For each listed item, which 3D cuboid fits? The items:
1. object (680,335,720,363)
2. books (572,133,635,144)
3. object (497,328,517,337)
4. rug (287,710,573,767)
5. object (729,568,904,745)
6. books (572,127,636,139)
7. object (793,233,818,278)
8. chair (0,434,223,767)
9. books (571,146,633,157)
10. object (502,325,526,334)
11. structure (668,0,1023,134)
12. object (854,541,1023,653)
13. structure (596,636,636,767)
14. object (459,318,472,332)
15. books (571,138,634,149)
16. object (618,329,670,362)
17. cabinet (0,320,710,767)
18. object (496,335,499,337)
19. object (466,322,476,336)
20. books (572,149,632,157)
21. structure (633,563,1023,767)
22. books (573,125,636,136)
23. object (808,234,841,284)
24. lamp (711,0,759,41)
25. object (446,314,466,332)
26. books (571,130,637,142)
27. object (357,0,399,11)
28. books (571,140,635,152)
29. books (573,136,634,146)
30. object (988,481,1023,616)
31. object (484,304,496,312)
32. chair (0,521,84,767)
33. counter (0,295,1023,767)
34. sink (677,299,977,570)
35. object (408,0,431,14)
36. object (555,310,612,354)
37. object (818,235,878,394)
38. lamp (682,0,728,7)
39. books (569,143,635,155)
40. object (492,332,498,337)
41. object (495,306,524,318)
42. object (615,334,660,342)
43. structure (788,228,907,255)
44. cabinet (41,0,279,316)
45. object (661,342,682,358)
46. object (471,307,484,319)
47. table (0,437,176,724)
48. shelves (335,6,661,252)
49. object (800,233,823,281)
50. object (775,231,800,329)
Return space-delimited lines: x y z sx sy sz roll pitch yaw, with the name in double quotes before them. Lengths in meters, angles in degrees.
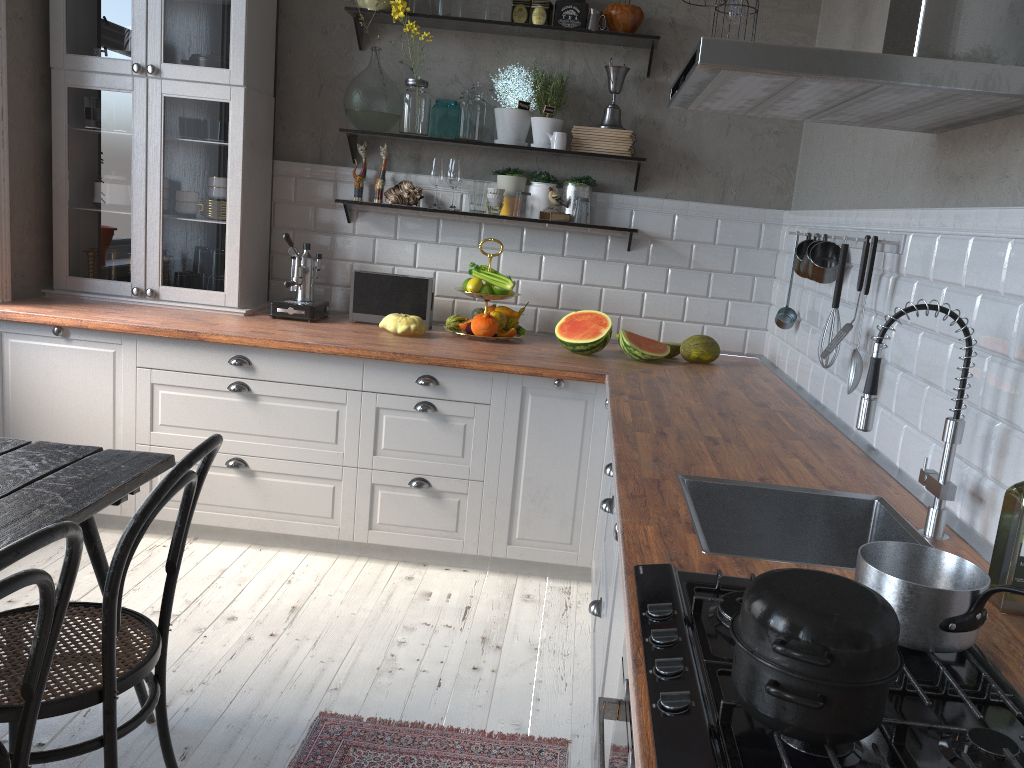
"object" 0.786 -0.146 3.697 0.208 0.119 0.129 -2 14 -34
"books" 0.399 -1.064 3.843 0.259 0.011 0.159 7 11 8
"object" -0.023 -0.219 3.762 0.069 0.051 0.088 -4 14 -39
"rug" -0.238 1.059 1.817 0.735 0.014 1.292 6 11 4
"object" 0.340 0.303 1.001 0.192 0.147 0.191 2 12 -17
"books" 0.401 -1.085 3.839 0.259 0.016 0.159 8 12 11
"object" 1.061 -0.456 3.150 0.107 0.161 0.138 8 12 15
"chair" -0.896 0.536 1.801 0.549 0.920 0.438 5 11 0
"books" 0.394 -1.012 3.853 0.259 0.011 0.159 7 11 8
"object" -0.028 -0.253 3.881 0.212 0.044 0.055 15 15 40
"structure" 0.808 -1.412 1.861 0.712 1.594 0.713 6 11 3
"object" 0.627 0.295 1.219 0.297 0.134 0.178 14 14 36
"structure" 0.413 0.730 1.221 0.617 0.622 0.623 6 11 3
"object" -0.191 -0.253 3.805 0.084 0.057 0.090 13 14 34
"books" 0.397 -1.043 3.847 0.259 0.011 0.159 7 11 8
"object" 0.542 -0.151 3.581 0.226 0.127 0.147 3 12 -14
"cabinet" -0.101 0.467 2.676 2.030 0.853 4.110 -4 15 -40
"object" -0.069 -0.205 3.828 0.066 0.014 0.066 -4 15 -39
"object" -0.175 -0.245 3.822 0.070 0.076 0.227 3 12 -14
"books" 0.393 -1.000 3.856 0.260 0.011 0.158 7 11 5
"structure" 0.421 0.371 1.156 0.495 0.031 0.607 6 11 3
"books" 0.401 -1.096 3.837 0.259 0.011 0.159 7 11 8
"object" 1.030 -0.409 2.900 0.107 0.161 0.138 9 12 20
"lamp" 0.851 -2.024 2.960 0.149 1.733 0.144 0 12 -25
"object" -0.227 -0.267 3.841 0.075 0.072 0.154 13 13 32
"books" 0.399 -1.075 3.841 0.258 0.016 0.159 9 12 14
"object" -0.552 -1.665 3.712 0.188 0.216 0.175 9 12 16
"books" 0.396 -1.032 3.849 0.259 0.016 0.159 8 12 11
"books" 0.398 -1.054 3.845 0.260 0.011 0.158 7 11 5
"object" 0.844 0.234 1.421 0.089 0.282 0.082 6 11 3
"object" -0.088 -0.306 3.874 0.085 0.092 0.087 5 11 -1
"chair" -0.957 0.625 1.327 0.545 0.920 0.441 7 11 10
"counter" -0.527 0.047 2.465 3.157 0.039 3.398 6 11 3
"sink" 0.628 0.175 1.768 0.527 0.720 0.487 6 11 3
"object" -0.393 -1.607 3.774 0.103 0.110 0.103 6 11 3
"object" 0.292 -0.210 3.633 0.232 0.174 0.221 11 12 24
"object" 0.962 -0.211 2.564 0.081 0.442 0.330 6 11 4
"lamp" 0.722 -2.132 2.809 0.144 1.733 0.149 13 13 34
"books" 0.395 -1.022 3.851 0.258 0.016 0.159 9 12 14
"object" -0.093 -0.221 3.771 0.070 0.065 0.070 10 12 23
"object" -0.013 -0.307 3.827 0.127 0.056 0.059 5 11 -5
"object" 0.543 -0.175 3.853 0.198 0.067 0.104 7 11 8
"structure" 1.064 -0.480 2.909 0.094 0.053 1.088 6 11 4
"cabinet" -1.456 -1.279 3.745 0.878 1.919 0.388 6 11 2
"object" 0.653 -0.147 3.754 0.204 0.073 0.118 -2 14 -33
"object" -0.120 -0.300 3.884 0.077 0.076 0.157 12 13 29
"table" -1.408 0.666 1.372 0.903 0.734 1.924 6 11 4
"shelves" -0.073 -1.070 3.858 1.315 0.922 0.229 6 11 2
"object" 1.051 -0.432 3.024 0.108 0.161 0.137 6 11 5
"object" 1.081 -0.399 3.426 0.077 0.378 0.083 6 11 3
